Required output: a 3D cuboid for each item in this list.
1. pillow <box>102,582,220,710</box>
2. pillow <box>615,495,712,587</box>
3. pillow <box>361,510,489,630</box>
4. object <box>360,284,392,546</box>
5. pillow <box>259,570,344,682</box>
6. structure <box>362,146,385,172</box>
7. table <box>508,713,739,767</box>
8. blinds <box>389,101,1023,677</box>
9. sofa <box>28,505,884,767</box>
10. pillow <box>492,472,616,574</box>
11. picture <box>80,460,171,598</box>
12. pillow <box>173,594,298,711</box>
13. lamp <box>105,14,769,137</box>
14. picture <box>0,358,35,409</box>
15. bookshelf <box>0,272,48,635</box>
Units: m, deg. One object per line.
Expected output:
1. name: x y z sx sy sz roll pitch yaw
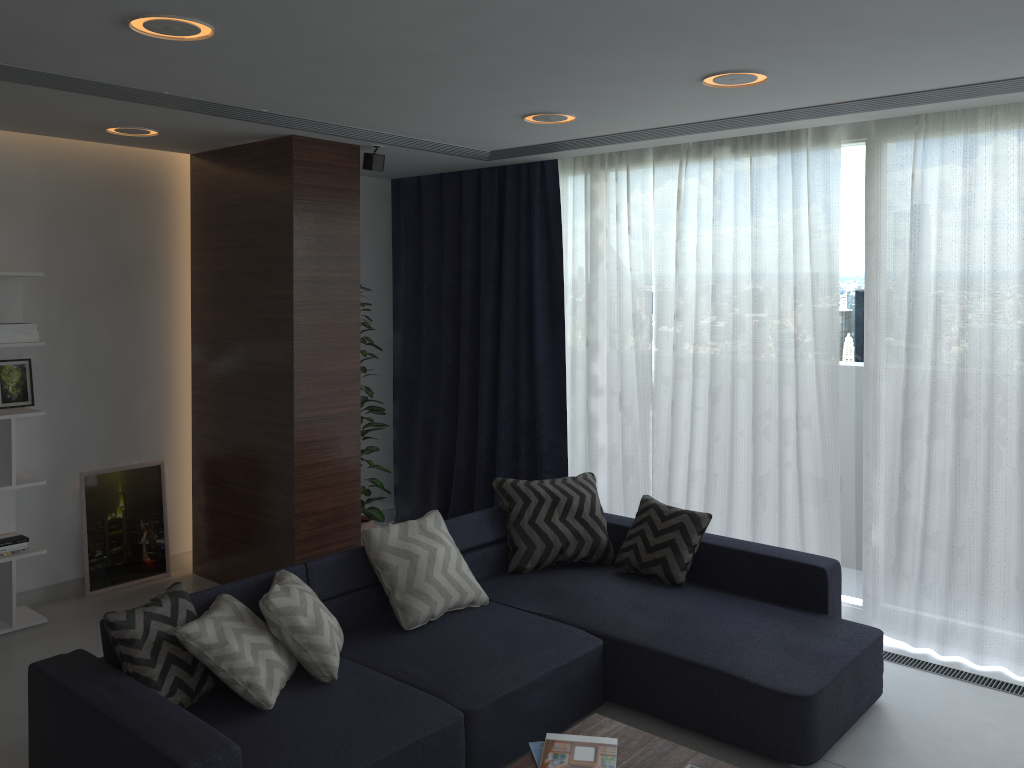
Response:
1. pillow: -1.169 0.907 3.000 0.221 0.384 0.417 0 4 11
2. pillow: 0.739 0.770 4.363 0.287 0.344 0.416 -3 5 -44
3. pillow: -0.386 0.811 3.897 0.343 0.387 0.496 3 5 41
4. object: -1.012 0.200 5.712 0.503 1.841 0.484 0 1 9
5. pillow: -0.783 0.900 3.339 0.280 0.350 0.420 0 4 -6
6. structure: -0.794 -1.290 5.077 0.084 0.142 0.114 -2 4 -44
7. table: 0.314 1.301 2.336 0.807 0.351 0.802 4 7 40
8. blinds: -0.032 0.084 2.420 7.152 2.763 5.813 5 7 44
9. sofa: 0.049 1.062 3.394 1.903 0.606 2.881 5 7 40
10. pillow: 0.220 0.755 4.602 0.598 0.517 0.356 -1 3 -19
11. picture: -2.251 0.831 5.163 0.083 0.697 0.501 1 3 41
12. pillow: -0.948 0.932 3.106 0.330 0.293 0.418 0 4 3
13. lamp: -1.871 -0.794 0.028 5.349 0.084 9.624 3 7 27
14. picture: -2.648 -0.002 4.699 0.059 0.255 0.182 1 3 41
15. bookshelf: -2.893 0.370 4.222 0.300 1.815 1.152 1 2 41
